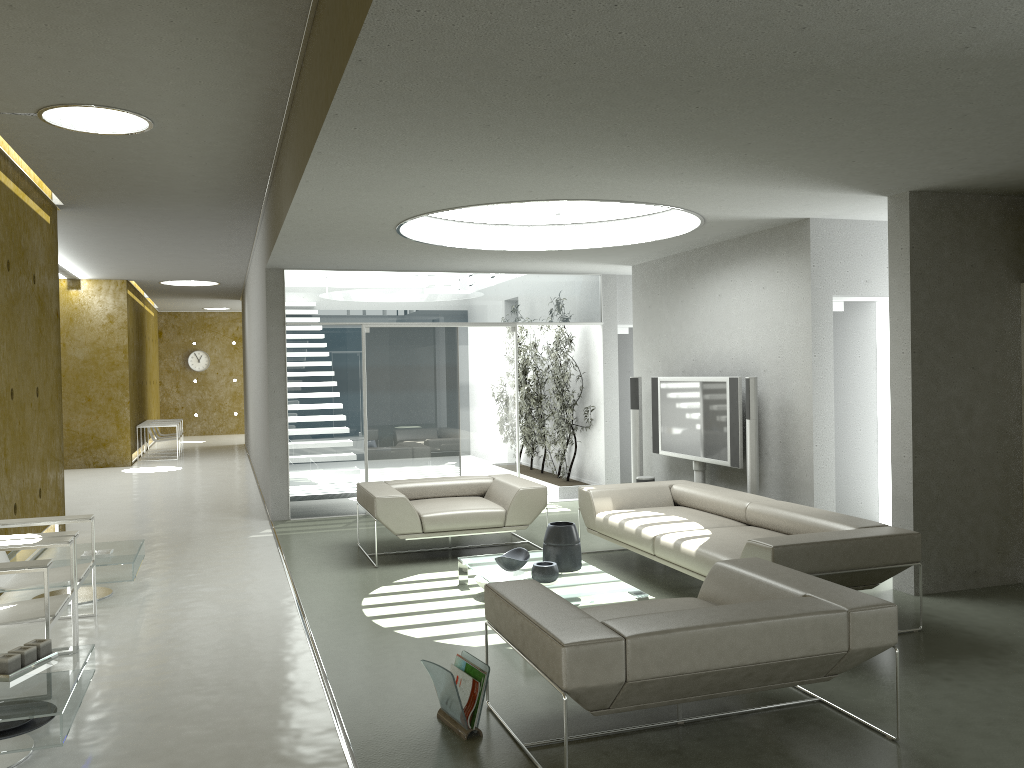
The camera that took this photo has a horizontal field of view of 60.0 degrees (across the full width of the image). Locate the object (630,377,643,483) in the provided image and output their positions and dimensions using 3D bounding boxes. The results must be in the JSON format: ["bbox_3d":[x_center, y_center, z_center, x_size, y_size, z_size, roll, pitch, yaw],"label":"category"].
[{"bbox_3d":[1.322,0.658,9.339,0.310,1.469,0.310,-1,1,9],"label":"object"}]

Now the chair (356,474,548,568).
[{"bbox_3d":[-0.547,1.161,7.783,1.481,0.583,1.039,-1,1,-18],"label":"chair"}]

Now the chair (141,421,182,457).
[{"bbox_3d":[-7.035,1.099,17.820,0.710,0.667,0.800,-1,1,-18],"label":"chair"}]

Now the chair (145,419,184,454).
[{"bbox_3d":[-7.302,1.092,18.633,0.710,0.667,0.800,-1,1,-18],"label":"chair"}]

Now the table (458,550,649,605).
[{"bbox_3d":[0.214,1.365,5.908,0.790,0.200,1.500,-1,1,-18],"label":"table"}]

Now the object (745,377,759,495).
[{"bbox_3d":[1.955,0.677,7.191,0.310,1.469,0.310,-2,1,-41],"label":"object"}]

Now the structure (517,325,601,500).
[{"bbox_3d":[0.268,0.077,12.241,0.646,2.589,3.371,-1,1,-19],"label":"structure"}]

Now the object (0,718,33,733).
[{"bbox_3d":[-2.027,1.347,3.522,0.239,0.027,0.239,-1,1,-1],"label":"object"}]

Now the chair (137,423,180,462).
[{"bbox_3d":[-6.769,1.106,17.006,0.710,0.667,0.800,-1,1,-18],"label":"chair"}]

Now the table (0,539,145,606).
[{"bbox_3d":[-3.149,1.374,6.347,0.900,0.300,0.900,-1,1,-18],"label":"table"}]

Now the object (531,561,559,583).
[{"bbox_3d":[0.212,1.211,5.696,0.177,0.113,0.177,-2,1,-37],"label":"object"}]

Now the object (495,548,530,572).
[{"bbox_3d":[0.003,1.205,6.033,0.223,0.125,0.317,-1,1,19],"label":"object"}]

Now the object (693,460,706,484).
[{"bbox_3d":[1.690,1.058,8.256,0.323,0.689,0.882,-1,1,-18],"label":"object"}]

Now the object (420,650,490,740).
[{"bbox_3d":[-0.248,1.359,3.887,0.216,0.288,0.329,-2,1,-28],"label":"object"}]

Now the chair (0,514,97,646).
[{"bbox_3d":[-2.957,1.201,5.356,0.710,0.667,0.800,-1,1,-18],"label":"chair"}]

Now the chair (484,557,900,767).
[{"bbox_3d":[0.728,1.193,3.888,1.481,0.583,1.039,-1,1,-18],"label":"chair"}]

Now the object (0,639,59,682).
[{"bbox_3d":[-2.132,1.192,3.862,0.118,0.097,0.326,-1,1,7],"label":"object"}]

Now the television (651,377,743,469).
[{"bbox_3d":[1.727,0.322,8.262,0.127,0.781,1.603,-1,1,-18],"label":"television"}]

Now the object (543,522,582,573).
[{"bbox_3d":[0.340,1.105,6.036,0.265,0.309,0.265,-2,1,-35],"label":"object"}]

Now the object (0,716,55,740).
[{"bbox_3d":[-2.027,1.350,3.522,0.394,0.027,0.394,-2,1,-35],"label":"object"}]

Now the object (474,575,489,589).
[{"bbox_3d":[-0.068,1.405,6.168,0.387,0.124,0.387,0,1,44],"label":"object"}]

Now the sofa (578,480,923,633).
[{"bbox_3d":[1.464,1.141,6.311,1.037,0.585,2.791,-1,1,-18],"label":"sofa"}]

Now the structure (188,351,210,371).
[{"bbox_3d":[-8.267,-0.606,23.429,0.547,0.539,0.016,-1,1,-18],"label":"structure"}]

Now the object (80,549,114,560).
[{"bbox_3d":[-2.937,1.206,6.278,0.197,0.029,0.189,-1,1,-18],"label":"object"}]

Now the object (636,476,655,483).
[{"bbox_3d":[1.346,1.168,8.942,0.175,0.461,0.185,-1,1,-24],"label":"object"}]

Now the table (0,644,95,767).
[{"bbox_3d":[-2.263,1.396,3.639,0.900,0.300,0.900,-1,1,-18],"label":"table"}]

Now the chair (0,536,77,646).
[{"bbox_3d":[-2.691,1.208,4.542,0.710,0.667,0.800,-1,1,-18],"label":"chair"}]
